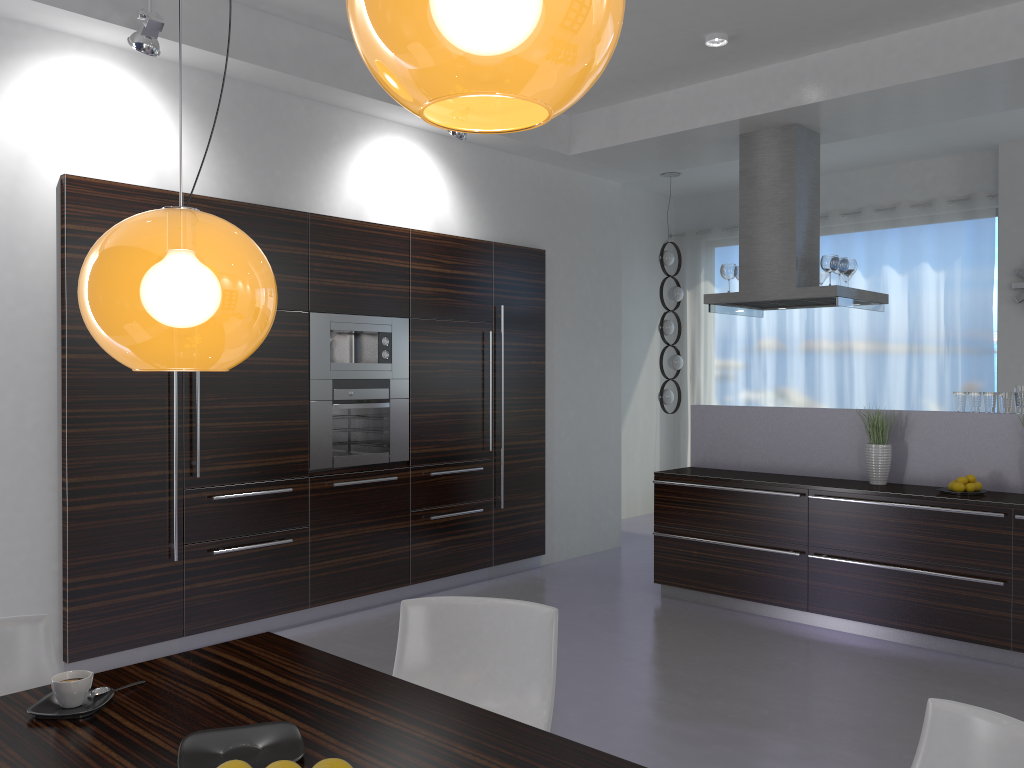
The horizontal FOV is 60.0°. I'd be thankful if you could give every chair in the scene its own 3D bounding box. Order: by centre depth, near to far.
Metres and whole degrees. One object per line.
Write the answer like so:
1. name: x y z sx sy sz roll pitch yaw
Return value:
1. chair: 0.797 1.099 1.698 0.620 0.805 0.508 0 1 -12
2. chair: -1.390 1.092 2.354 0.620 0.805 0.508 0 1 38
3. chair: -0.152 1.090 2.588 0.508 0.805 0.620 0 1 13

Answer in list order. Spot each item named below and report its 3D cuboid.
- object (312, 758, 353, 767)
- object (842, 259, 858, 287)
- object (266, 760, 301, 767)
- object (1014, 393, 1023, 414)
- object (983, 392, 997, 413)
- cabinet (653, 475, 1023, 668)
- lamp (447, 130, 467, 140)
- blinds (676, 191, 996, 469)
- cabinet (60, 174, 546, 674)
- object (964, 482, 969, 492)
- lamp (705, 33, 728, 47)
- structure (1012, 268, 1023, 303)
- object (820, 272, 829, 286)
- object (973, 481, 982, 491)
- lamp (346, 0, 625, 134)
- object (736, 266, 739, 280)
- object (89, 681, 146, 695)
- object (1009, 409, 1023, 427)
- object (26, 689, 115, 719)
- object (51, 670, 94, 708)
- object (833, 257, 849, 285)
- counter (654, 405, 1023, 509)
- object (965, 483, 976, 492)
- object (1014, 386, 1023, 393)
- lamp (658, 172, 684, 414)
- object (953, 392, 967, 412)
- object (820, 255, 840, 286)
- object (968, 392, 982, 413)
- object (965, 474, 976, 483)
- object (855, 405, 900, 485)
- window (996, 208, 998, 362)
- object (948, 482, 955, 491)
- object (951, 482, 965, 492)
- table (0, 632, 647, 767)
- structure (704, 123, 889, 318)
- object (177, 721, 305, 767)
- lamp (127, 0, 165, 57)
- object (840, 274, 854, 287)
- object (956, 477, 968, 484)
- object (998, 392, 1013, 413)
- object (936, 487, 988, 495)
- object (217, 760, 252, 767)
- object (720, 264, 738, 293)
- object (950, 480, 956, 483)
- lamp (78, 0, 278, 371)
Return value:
1. object: -0.291 0.642 1.434 0.070 0.068 0.083 -1 1 -43
2. object: 2.350 -0.756 6.202 0.125 0.221 0.125 0 1 -22
3. object: -0.396 0.687 1.531 0.070 0.068 0.083 -1 1 -43
4. object: 2.879 0.108 5.012 0.071 0.119 0.072 0 1 -7
5. object: 2.760 0.107 5.122 0.071 0.119 0.072 0 1 -7
6. cabinet: 2.611 1.037 5.428 3.285 0.852 1.377 1 1 43
7. lamp: -0.275 -1.782 5.360 0.171 0.511 0.605 0 1 -15
8. blinds: 3.015 -0.137 8.829 3.245 3.112 0.120 1 1 43
9. cabinet: -1.166 0.207 5.851 0.669 2.500 3.600 1 1 43
10. object: 2.560 0.577 5.004 0.057 0.060 0.071 1 1 44
11. lamp: 1.200 -2.019 5.203 0.132 0.035 0.132 0 1 15
12. structure: 4.430 -0.829 7.358 0.505 0.505 0.076 1 1 43
13. object: 2.288 -0.736 6.561 0.137 0.174 0.137 0 1 8
14. object: 2.604 0.573 4.976 0.063 0.053 0.051 0 1 -7
15. lamp: -0.033 -1.170 1.143 0.359 1.645 0.358 0 1 -36
16. object: 1.712 -0.760 6.560 0.125 0.221 0.125 0 1 -22
17. object: -0.911 0.700 2.054 0.032 0.028 0.155 0 1 24
18. object: 2.872 0.365 4.784 0.269 0.502 0.247 0 1 -4
19. object: -0.972 0.708 1.958 0.154 0.020 0.154 0 1 -1
20. object: -0.976 0.677 1.967 0.081 0.064 0.101 0 1 -21
21. object: 2.250 -0.755 6.094 0.125 0.221 0.125 0 1 -22
22. counter: 2.620 0.813 5.432 3.291 1.300 1.302 1 1 43
23. object: 2.555 0.577 4.946 0.061 0.054 0.052 0 1 20
24. object: 2.879 0.069 5.012 0.071 0.119 0.072 0 1 -7
25. lamp: 1.571 -0.888 8.778 0.180 2.370 0.367 0 1 36
26. object: 2.642 0.105 5.232 0.072 0.119 0.071 0 1 3
27. object: 2.144 -0.754 5.978 0.125 0.221 0.125 0 1 -22
28. object: 2.701 0.106 5.177 0.071 0.119 0.072 0 1 -7
29. object: 2.578 0.532 4.986 0.053 0.048 0.063 0 1 9
30. object: 2.202 0.358 5.369 0.269 0.502 0.247 1 1 43
31. window: 3.286 -0.324 8.880 3.000 2.500 0.100 1 1 43
32. object: 2.495 0.580 5.007 0.053 0.051 0.063 -1 1 -43
33. object: 2.490 0.577 4.948 0.070 0.058 0.060 1 1 42
34. table: -0.329 1.113 1.445 2.046 0.783 1.127 1 1 43
35. structure: 2.054 -1.133 6.403 0.981 1.231 0.915 1 1 43
36. object: -0.523 0.711 1.716 0.232 0.020 0.232 0 1 -19
37. lamp: -1.683 -1.769 4.094 0.185 0.511 0.150 1 1 43
38. object: 2.427 -0.735 6.432 0.137 0.174 0.137 0 1 8
39. object: 2.526 0.543 4.978 0.053 0.047 0.061 -1 1 -44
40. object: 2.820 0.107 5.067 0.071 0.119 0.072 0 1 -7
41. object: 2.528 0.604 4.984 0.232 0.020 0.232 0 1 -39
42. object: -0.476 0.683 1.505 0.079 0.077 0.094 0 1 17
43. object: 1.576 -0.759 6.446 0.125 0.221 0.125 0 1 -22
44. object: 2.527 0.576 5.053 0.052 0.054 0.061 0 1 0
45. lamp: -0.637 -1.011 1.699 0.358 1.974 0.359 -1 1 -42
